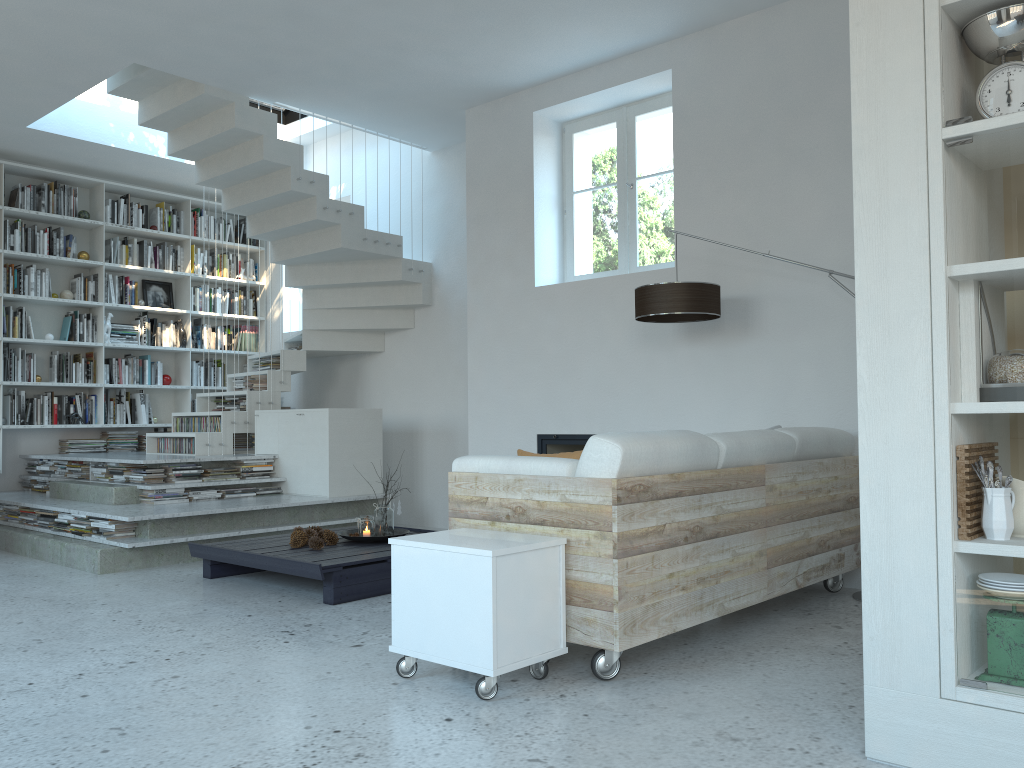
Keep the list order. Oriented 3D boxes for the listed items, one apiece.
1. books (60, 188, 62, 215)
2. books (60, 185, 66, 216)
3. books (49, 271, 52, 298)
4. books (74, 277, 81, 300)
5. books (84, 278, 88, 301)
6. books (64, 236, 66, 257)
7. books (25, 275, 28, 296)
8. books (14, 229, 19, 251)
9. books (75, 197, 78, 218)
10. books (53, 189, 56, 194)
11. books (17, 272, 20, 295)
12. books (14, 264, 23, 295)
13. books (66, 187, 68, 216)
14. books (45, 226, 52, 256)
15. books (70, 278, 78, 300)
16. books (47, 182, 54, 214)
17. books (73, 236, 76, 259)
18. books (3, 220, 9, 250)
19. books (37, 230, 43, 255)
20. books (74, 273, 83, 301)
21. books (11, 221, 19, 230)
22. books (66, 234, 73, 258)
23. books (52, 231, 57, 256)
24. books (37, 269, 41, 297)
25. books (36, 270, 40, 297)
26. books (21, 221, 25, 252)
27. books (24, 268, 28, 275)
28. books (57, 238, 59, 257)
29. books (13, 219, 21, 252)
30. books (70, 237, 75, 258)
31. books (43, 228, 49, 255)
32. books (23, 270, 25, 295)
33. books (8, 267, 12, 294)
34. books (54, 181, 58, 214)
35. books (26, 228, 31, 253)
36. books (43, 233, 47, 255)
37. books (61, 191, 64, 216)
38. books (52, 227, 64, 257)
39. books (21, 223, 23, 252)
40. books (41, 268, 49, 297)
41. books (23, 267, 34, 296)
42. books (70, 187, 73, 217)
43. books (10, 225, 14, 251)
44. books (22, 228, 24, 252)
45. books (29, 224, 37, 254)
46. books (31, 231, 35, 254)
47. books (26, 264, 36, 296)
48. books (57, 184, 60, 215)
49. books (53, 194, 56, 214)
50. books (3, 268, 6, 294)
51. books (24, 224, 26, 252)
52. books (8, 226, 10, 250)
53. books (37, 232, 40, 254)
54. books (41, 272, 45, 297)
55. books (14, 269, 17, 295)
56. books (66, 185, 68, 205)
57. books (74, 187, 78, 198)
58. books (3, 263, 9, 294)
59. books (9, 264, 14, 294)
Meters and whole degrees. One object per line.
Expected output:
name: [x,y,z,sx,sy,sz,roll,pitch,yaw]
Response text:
books: [-4.076,-1.608,7.952,0.163,0.275,0.008,-2,-2,42]
books: [-4.048,-1.623,7.970,0.182,0.307,0.008,-2,-2,42]
books: [-4.129,-0.865,7.873,0.161,0.254,0.034,-2,-2,42]
books: [-3.958,-0.849,8.060,0.154,0.232,0.012,-2,-2,42]
books: [-3.921,-0.845,8.102,0.160,0.228,0.016,-2,-2,42]
books: [-4.051,-1.209,7.958,0.156,0.213,0.030,-2,-2,42]
books: [-4.255,-0.841,7.714,0.171,0.194,0.025,-2,-2,42]
books: [-4.304,-1.217,7.651,0.181,0.207,0.026,-2,-2,42]
books: [-3.984,-1.572,8.039,0.188,0.208,0.014,-2,-2,42]
books: [-4.104,-1.597,7.911,0.170,0.251,0.008,-2,-2,42]
books: [-4.300,-0.853,7.672,0.161,0.216,0.026,-2,-2,42]
books: [-4.272,-0.886,7.675,0.177,0.280,0.014,-2,-2,42]
books: [-4.040,-1.618,7.997,0.137,0.299,0.019,-2,-2,42]
books: [-4.132,-1.248,7.887,0.159,0.285,0.012,-2,-2,42]
books: [-3.975,-0.843,8.049,0.140,0.220,0.015,-2,-2,42]
books: [-4.121,-1.628,7.894,0.179,0.312,0.006,-2,-2,42]
books: [-3.995,-1.214,8.044,0.140,0.229,0.026,-2,-2,42]
books: [-4.356,-1.257,7.609,0.159,0.285,0.012,-2,-2,42]
books: [-4.175,-1.226,7.817,0.149,0.236,0.023,-2,-2,42]
books: [-3.941,-0.866,8.062,0.164,0.267,0.015,-2,-2,42]
books: [-4.304,-1.254,7.677,0.173,0.283,0.011,-2,-2,42]
books: [-4.014,-1.220,7.982,0.171,0.235,0.054,-2,-2,42]
books: [-4.104,-1.224,7.890,0.185,0.238,0.030,-2,-2,42]
books: [-4.187,-0.872,7.812,0.133,0.262,0.024,-2,-2,42]
books: [-4.188,-0.864,7.780,0.183,0.244,0.025,-2,-2,42]
books: [-4.277,-1.258,7.721,0.138,0.296,0.021,-2,-2,42]
books: [-4.248,-0.872,7.733,0.131,0.257,0.011,-2,-2,42]
books: [-4.088,-1.195,7.913,0.176,0.181,0.027,-2,-2,42]
books: [-4.291,-1.265,7.683,0.152,0.306,0.014,-2,-2,42]
books: [-4.006,-1.210,8.004,0.182,0.216,0.048,-2,-2,42]
books: [-4.143,-1.239,7.855,0.156,0.264,0.012,-2,-2,42]
books: [-4.265,-0.864,7.692,0.164,0.237,0.022,-2,-2,42]
books: [-4.337,-0.871,7.614,0.176,0.247,0.014,-2,-2,42]
books: [-4.098,-1.636,7.917,0.183,0.329,0.007,-2,-2,42]
books: [-4.240,-1.231,7.736,0.160,0.241,0.027,-2,-2,42]
books: [-4.149,-1.212,7.823,0.181,0.209,0.021,-2,-2,42]
books: [-4.065,-1.596,7.963,0.149,0.252,0.024,-2,-2,42]
books: [-4.060,-1.247,7.927,0.183,0.285,0.029,-2,-2,42]
books: [-4.282,-1.246,7.691,0.166,0.268,0.010,-2,-2,42]
books: [-4.138,-0.877,7.829,0.169,0.272,0.024,-2,-2,42]
books: [-4.216,-0.875,7.732,0.182,0.263,0.030,-2,-2,42]
books: [-4.011,-1.617,8.012,0.188,0.297,0.013,-2,-2,42]
books: [-4.334,-1.235,7.645,0.148,0.243,0.026,-2,-2,42]
books: [-4.282,-1.229,7.705,0.165,0.235,0.012,-2,-2,42]
books: [-4.213,-1.250,7.795,0.154,0.284,0.013,-2,-2,42]
books: [-4.229,-1.220,7.781,0.142,0.223,0.028,-2,-2,42]
books: [-4.217,-0.890,7.771,0.159,0.295,0.027,-2,-2,42]
books: [-4.079,-1.622,7.914,0.183,0.299,0.015,-2,-2,42]
books: [-4.101,-1.573,7.891,0.188,0.201,0.018,-2,-2,42]
books: [-4.376,-0.869,7.601,0.138,0.242,0.030,-2,-2,42]
books: [-4.271,-1.248,7.737,0.133,0.276,0.012,-2,-2,42]
books: [-4.351,-1.233,7.634,0.138,0.239,0.012,-2,-2,42]
books: [-4.199,-1.216,7.807,0.144,0.216,0.025,-2,-2,42]
books: [-4.161,-0.857,7.819,0.183,0.232,0.021,-2,-2,42]
books: [-4.311,-0.864,7.656,0.157,0.236,0.013,-2,-2,42]
books: [-4.044,-1.629,8.019,0.133,0.321,0.008,-2,-2,42]
books: [-3.978,-1.620,8.049,0.163,0.306,0.006,-2,-2,42]
books: [-4.359,-0.886,7.615,0.154,0.278,0.014,-2,-2,42]
books: [-4.335,-0.887,7.660,0.135,0.284,0.014,-2,-2,42]
